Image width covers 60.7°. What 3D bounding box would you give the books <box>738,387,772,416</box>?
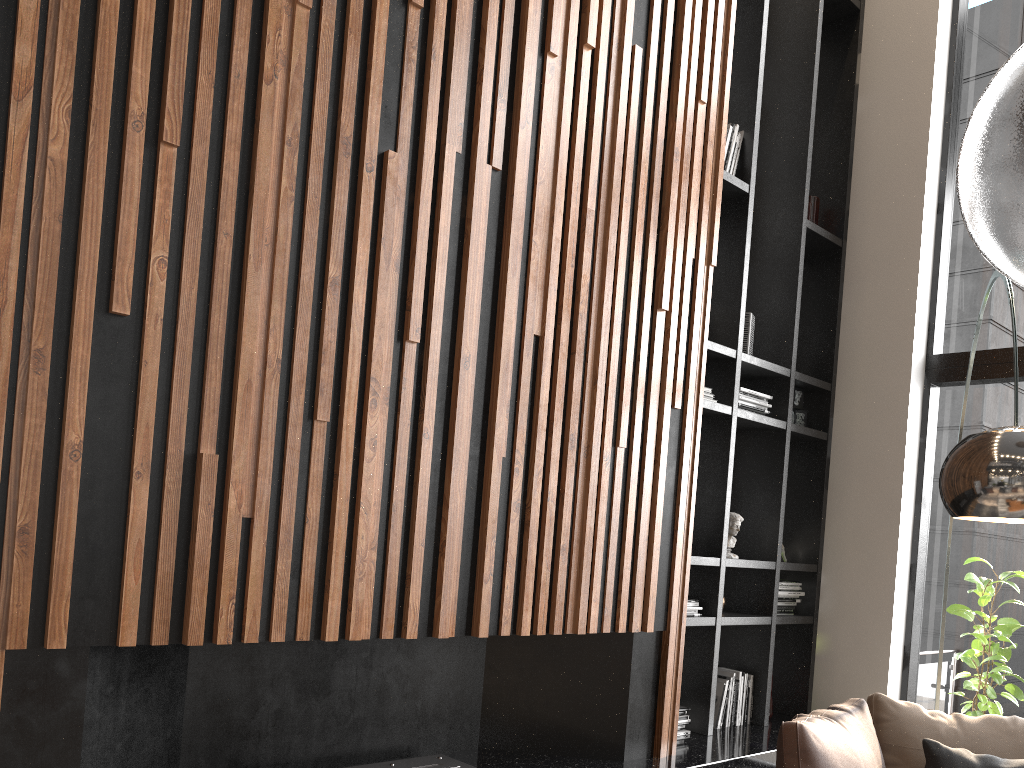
[{"bbox_3d":[1.192,0.110,4.604,0.326,0.127,0.219,12,-11,-42],"label":"books"}]

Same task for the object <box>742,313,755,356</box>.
[{"bbox_3d":[1.210,-0.233,4.606,0.104,0.258,0.105,4,-2,28],"label":"object"}]

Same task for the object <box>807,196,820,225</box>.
[{"bbox_3d":[1.688,-0.938,4.985,0.102,0.229,0.102,3,-2,33],"label":"object"}]

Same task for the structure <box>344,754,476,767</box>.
[{"bbox_3d":[-0.443,1.415,3.102,0.719,0.102,0.300,13,-12,-42],"label":"structure"}]

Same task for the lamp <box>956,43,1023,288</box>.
[{"bbox_3d":[1.100,-2.520,0.713,1.225,4.970,1.241,4,-1,45],"label":"lamp"}]

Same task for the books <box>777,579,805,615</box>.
[{"bbox_3d":[1.446,1.190,4.911,0.378,0.189,0.218,12,-9,-42],"label":"books"}]

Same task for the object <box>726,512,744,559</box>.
[{"bbox_3d":[1.127,0.794,4.592,0.138,0.243,0.137,5,-3,-1],"label":"object"}]

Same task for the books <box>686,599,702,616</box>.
[{"bbox_3d":[0.749,1.077,4.246,0.326,0.077,0.219,13,-12,-42],"label":"books"}]

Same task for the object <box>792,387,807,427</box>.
[{"bbox_3d":[1.582,0.140,4.902,0.190,0.232,0.059,8,-3,-39],"label":"object"}]

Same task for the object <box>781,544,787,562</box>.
[{"bbox_3d":[1.457,0.863,4.947,0.130,0.279,0.255,3,-5,40],"label":"object"}]

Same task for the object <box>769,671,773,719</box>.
[{"bbox_3d":[1.413,1.725,4.861,0.082,0.265,0.081,5,-1,-21],"label":"object"}]

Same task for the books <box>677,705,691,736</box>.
[{"bbox_3d":[0.688,1.632,4.259,0.342,0.126,0.219,12,-11,-42],"label":"books"}]

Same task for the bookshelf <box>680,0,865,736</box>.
[{"bbox_3d":[1.247,-0.854,4.605,1.471,5.287,0.336,6,-1,-42],"label":"bookshelf"}]

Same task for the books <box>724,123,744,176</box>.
[{"bbox_3d":[0.950,-1.146,4.289,0.371,0.297,0.185,10,-6,-42],"label":"books"}]

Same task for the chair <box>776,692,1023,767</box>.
[{"bbox_3d":[1.467,1.476,2.540,1.449,0.893,1.494,6,-7,-15],"label":"chair"}]

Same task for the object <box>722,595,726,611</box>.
[{"bbox_3d":[1.078,1.133,4.604,0.100,0.142,0.103,5,-4,-4],"label":"object"}]

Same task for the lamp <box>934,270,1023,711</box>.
[{"bbox_3d":[1.485,0.808,2.816,0.319,2.319,2.059,4,-4,25],"label":"lamp"}]

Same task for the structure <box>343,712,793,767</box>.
[{"bbox_3d":[-0.737,1.559,2.759,6.606,0.455,0.667,13,-11,-42],"label":"structure"}]

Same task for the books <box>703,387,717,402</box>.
[{"bbox_3d":[0.825,0.054,4.282,0.177,0.071,0.327,12,-12,-42],"label":"books"}]

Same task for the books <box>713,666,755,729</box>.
[{"bbox_3d":[1.113,1.653,4.631,0.336,0.285,0.174,10,-6,-42],"label":"books"}]
